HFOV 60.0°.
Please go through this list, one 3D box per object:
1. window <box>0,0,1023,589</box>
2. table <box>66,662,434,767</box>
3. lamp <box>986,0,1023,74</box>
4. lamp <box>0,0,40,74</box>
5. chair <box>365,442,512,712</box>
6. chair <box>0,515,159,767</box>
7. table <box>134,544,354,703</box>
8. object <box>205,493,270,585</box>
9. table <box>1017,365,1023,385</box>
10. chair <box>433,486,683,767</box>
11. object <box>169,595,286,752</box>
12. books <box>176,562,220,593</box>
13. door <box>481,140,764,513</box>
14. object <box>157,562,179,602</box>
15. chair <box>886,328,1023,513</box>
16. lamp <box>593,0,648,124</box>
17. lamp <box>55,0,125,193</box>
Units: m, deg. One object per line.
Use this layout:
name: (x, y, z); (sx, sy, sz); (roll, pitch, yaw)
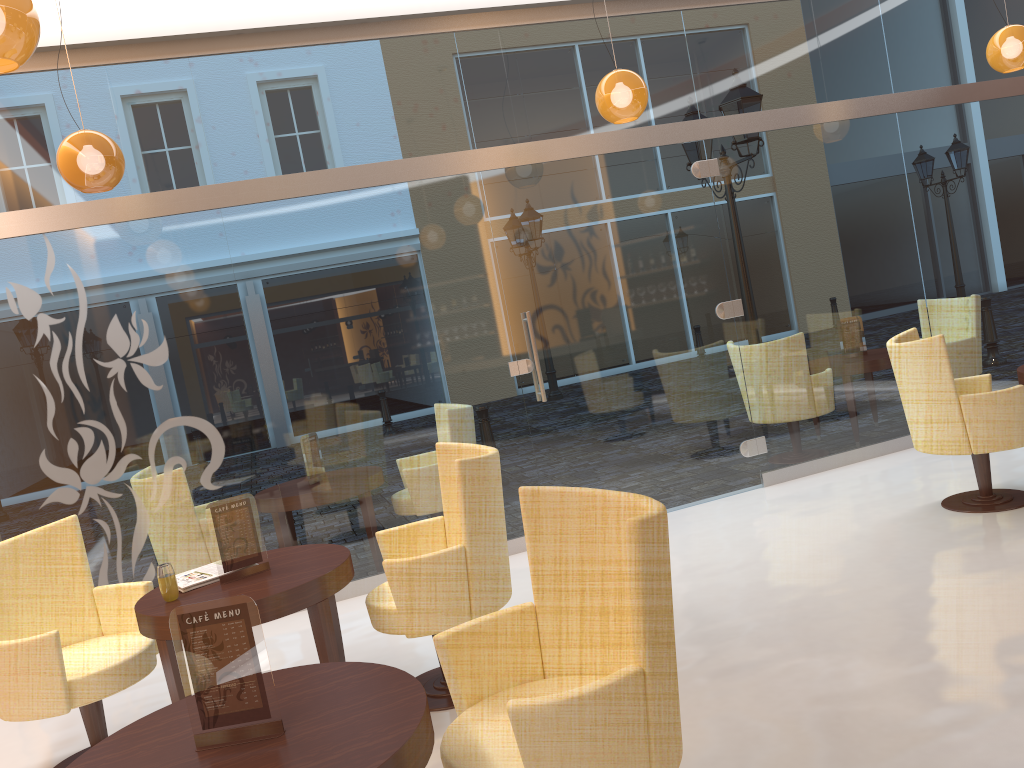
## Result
window: (0.707, -0.809, 6.037); (8.200, 3.380, 0.040); (-12, 4, -16)
table: (-0.561, 1.156, 2.065); (0.872, 0.679, 0.874); (-9, 4, 21)
lamp: (3.140, -2.784, 5.732); (0.299, 1.500, 0.299); (-7, 5, 42)
lamp: (-1.625, -1.640, 2.478); (0.299, 1.500, 0.299); (-12, 4, -16)
chair: (-0.306, 0.809, 3.839); (0.685, 1.017, 0.729); (-12, 4, -13)
chair: (-1.872, 1.116, 3.731); (0.685, 1.017, 0.729); (-10, 4, 16)
table: (-1.042, 1.132, 3.708); (0.872, 0.679, 0.874); (-8, 5, 31)
object: (-1.138, 0.635, 3.673); (0.209, 0.335, 0.042); (-13, 5, -33)
table: (3.389, 0.192, 4.991); (0.872, 0.679, 0.874); (-8, 5, 31)
chair: (0.132, 0.831, 2.342); (0.685, 1.017, 0.729); (-12, 4, -19)
object: (-0.659, 0.659, 2.039); (0.209, 0.335, 0.042); (-11, 4, 2)
books: (-1.300, 0.813, 3.807); (0.339, 0.028, 0.273); (-14, 5, -41)
door: (0.801, -0.319, 6.072); (1.640, 2.499, 0.020); (-12, 4, -16)
object: (-1.361, 0.785, 3.508); (0.067, 0.148, 0.067); (-10, 4, 8)
chair: (2.559, 0.177, 5.014); (0.685, 1.017, 0.729); (-10, 4, 16)
lamp: (0.504, -2.225, 4.969); (0.299, 1.500, 0.299); (-14, 5, -41)
lamp: (-2.131, -1.666, 4.205); (0.299, 1.500, 0.299); (-12, 4, -16)
